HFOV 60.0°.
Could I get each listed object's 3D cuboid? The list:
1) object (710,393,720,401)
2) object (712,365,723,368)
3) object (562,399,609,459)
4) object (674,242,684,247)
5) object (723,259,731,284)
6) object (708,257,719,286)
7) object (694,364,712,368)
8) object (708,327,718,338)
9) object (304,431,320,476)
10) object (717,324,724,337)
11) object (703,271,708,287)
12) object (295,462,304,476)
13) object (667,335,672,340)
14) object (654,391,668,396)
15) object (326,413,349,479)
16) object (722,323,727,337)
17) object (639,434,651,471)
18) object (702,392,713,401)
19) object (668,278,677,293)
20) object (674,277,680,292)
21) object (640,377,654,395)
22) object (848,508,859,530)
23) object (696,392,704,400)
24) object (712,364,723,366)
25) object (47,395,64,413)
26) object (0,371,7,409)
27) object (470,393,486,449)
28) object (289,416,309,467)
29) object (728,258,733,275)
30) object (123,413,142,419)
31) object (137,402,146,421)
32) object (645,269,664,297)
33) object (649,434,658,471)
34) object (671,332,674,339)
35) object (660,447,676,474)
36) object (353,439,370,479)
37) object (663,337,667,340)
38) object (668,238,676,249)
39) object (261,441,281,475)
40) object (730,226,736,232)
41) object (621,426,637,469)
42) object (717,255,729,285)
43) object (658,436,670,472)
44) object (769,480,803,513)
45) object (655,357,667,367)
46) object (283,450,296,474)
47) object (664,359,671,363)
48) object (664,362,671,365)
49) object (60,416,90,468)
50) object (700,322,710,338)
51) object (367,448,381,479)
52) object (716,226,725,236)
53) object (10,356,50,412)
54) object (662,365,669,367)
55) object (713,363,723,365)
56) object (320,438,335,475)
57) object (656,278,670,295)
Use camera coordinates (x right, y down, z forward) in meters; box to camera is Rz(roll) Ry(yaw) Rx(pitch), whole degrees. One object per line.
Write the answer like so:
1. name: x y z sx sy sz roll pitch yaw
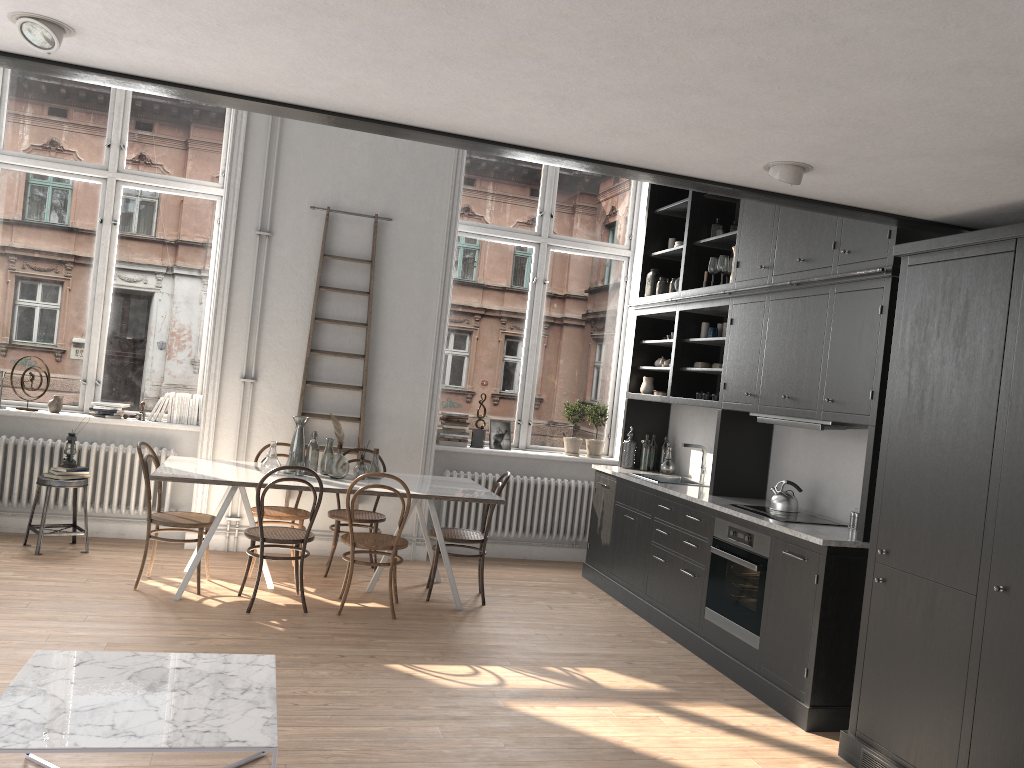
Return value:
1. object: 1.444 0.093 6.207 0.104 0.059 0.088 6 0 -7
2. object: 1.542 -0.113 6.555 0.132 0.038 0.132 6 0 32
3. object: 0.662 0.405 8.137 0.500 0.524 0.234 6 0 -26
4. object: 1.382 -1.116 7.298 0.096 0.095 0.096 6 0 19
5. object: 1.548 -0.783 6.372 0.083 0.221 0.083 6 0 -23
6. object: 1.445 -0.794 6.360 0.083 0.221 0.083 6 0 16
7. object: -1.514 0.467 6.447 5.828 1.842 0.792 6 0 -10
8. object: 1.479 -0.367 6.547 0.082 0.093 0.140 6 0 40
9. object: -1.368 0.473 6.088 0.086 0.301 0.086 6 1 -30
10. object: 1.549 -0.381 6.631 0.082 0.135 0.059 6 0 12
11. object: 1.442 -0.764 6.610 0.123 0.161 0.123 6 0 -7
12. object: -1.429 0.571 5.976 0.058 0.094 0.058 6 0 13
13. object: 1.279 -0.365 7.147 0.071 0.047 0.072 6 0 22
14. object: 1.235 0.082 7.232 0.180 0.037 0.180 6 0 -31
15. object: -1.173 0.422 6.048 0.156 0.446 0.157 6 0 2
16. object: 1.580 -0.378 6.495 0.059 0.135 0.082 6 0 -33
17. object: 1.108 0.567 7.358 0.086 0.301 0.086 6 1 -30
18. object: 1.397 0.088 6.298 0.088 0.059 0.104 6 0 -37
19. object: 1.314 -0.772 7.148 0.096 0.150 0.096 6 0 -27
20. object: 1.330 -0.875 6.822 0.134 0.357 0.134 6 0 29
21. object: 1.132 0.016 7.365 0.127 0.144 0.115 6 0 -37
22. object: 1.911 0.748 4.935 0.040 0.116 0.080 6 0 -11
23. object: 1.374 0.085 6.408 0.088 0.059 0.104 6 0 -27
24. object: 1.543 -0.121 6.555 0.124 0.036 0.123 6 0 -28
25. object: -3.568 0.154 6.932 0.100 0.142 0.102 6 0 -41
26. object: -3.923 0.043 6.813 0.095 0.289 0.095 6 0 7
27. object: -0.282 0.322 7.870 0.122 0.488 0.102 6 0 9
28. object: -1.488 0.420 6.169 0.116 0.383 0.116 6 0 -4
29. object: 1.570 -0.780 6.292 0.083 0.221 0.083 6 0 -17
30. object: -3.047 0.257 7.101 0.088 0.048 0.153 6 0 24
31. object: -2.945 0.216 7.070 0.088 0.153 0.048 6 1 44
32. object: 1.183 -0.830 7.363 0.118 0.238 0.118 6 0 -30
33. object: 1.179 0.574 7.460 0.086 0.301 0.086 6 0 -1
34. object: 1.297 -0.374 7.065 0.064 0.069 0.064 6 0 32
35. object: 1.278 0.624 7.248 0.132 0.219 0.120 6 0 -15
36. object: -1.041 0.518 6.170 0.107 0.283 0.106 6 0 -21
37. object: 1.296 -0.363 7.436 0.071 0.047 0.072 6 0 22
38. object: 1.332 -1.141 7.395 0.059 0.135 0.082 6 0 12
39. object: -1.595 0.491 5.893 0.132 0.219 0.132 6 0 -26
40. object: 1.624 -1.102 6.524 0.044 0.121 0.058 6 0 11
41. object: 0.980 0.527 7.388 0.109 0.349 0.108 6 1 -34
42. object: 1.482 -0.790 6.234 0.083 0.221 0.083 6 1 31
43. object: 1.269 0.584 7.375 0.086 0.301 0.086 6 1 30
44. object: 1.668 0.679 5.415 0.171 0.186 0.171 6 0 -5
45. object: 1.249 -0.176 7.374 0.140 0.100 0.125 6 0 -34
46. object: -1.509 0.531 6.050 0.083 0.158 0.083 6 0 -20
47. object: 1.264 -0.180 7.215 0.055 0.047 0.058 6 0 -1
48. object: 1.262 -0.160 7.215 0.058 0.033 0.055 6 0 -41
49. object: -3.211 0.419 6.520 0.163 0.383 0.154 6 1 -42
50. object: 1.455 -0.390 6.660 0.059 0.135 0.082 6 1 42
51. object: -0.968 0.561 6.270 0.101 0.212 0.101 6 0 24
52. object: 1.545 -1.112 6.568 0.053 0.125 0.041 6 1 41
53. object: -3.739 -0.006 6.883 0.347 0.425 0.087 6 0 17
54. object: 1.261 -0.139 7.214 0.085 0.015 0.085 6 0 -2
55. object: 1.544 -0.129 6.555 0.112 0.036 0.112 6 0 27
56. object: -1.281 0.506 6.189 0.098 0.255 0.100 6 1 -39
57. object: 1.235 -0.783 7.232 0.114 0.155 0.114 6 0 -12
